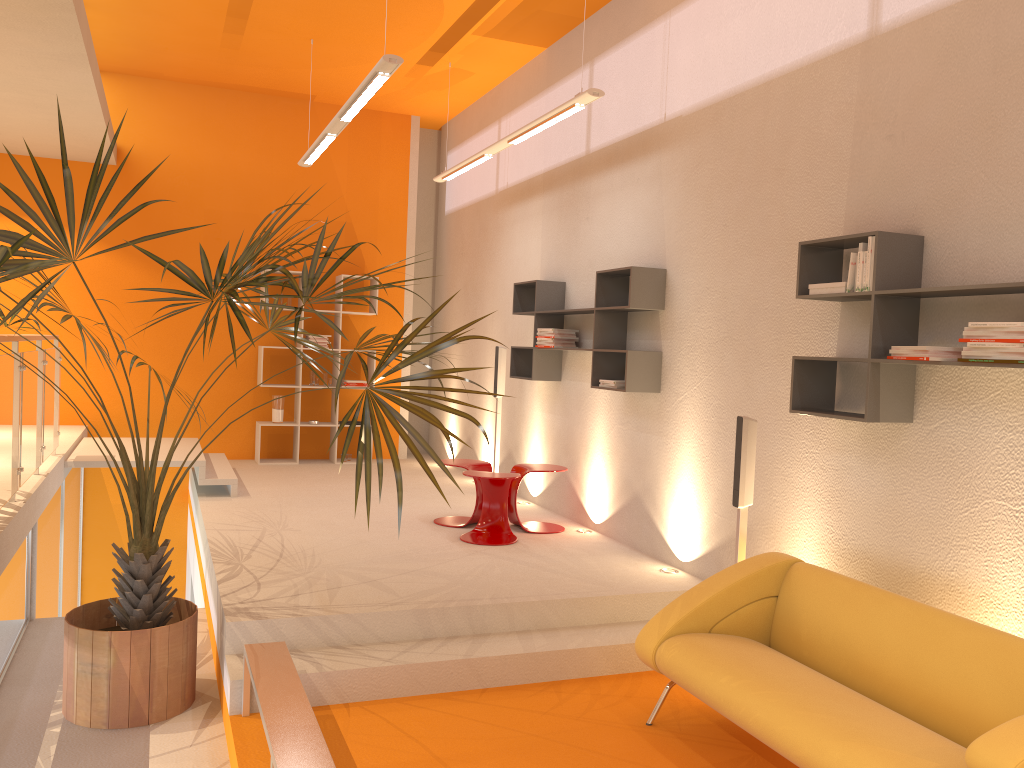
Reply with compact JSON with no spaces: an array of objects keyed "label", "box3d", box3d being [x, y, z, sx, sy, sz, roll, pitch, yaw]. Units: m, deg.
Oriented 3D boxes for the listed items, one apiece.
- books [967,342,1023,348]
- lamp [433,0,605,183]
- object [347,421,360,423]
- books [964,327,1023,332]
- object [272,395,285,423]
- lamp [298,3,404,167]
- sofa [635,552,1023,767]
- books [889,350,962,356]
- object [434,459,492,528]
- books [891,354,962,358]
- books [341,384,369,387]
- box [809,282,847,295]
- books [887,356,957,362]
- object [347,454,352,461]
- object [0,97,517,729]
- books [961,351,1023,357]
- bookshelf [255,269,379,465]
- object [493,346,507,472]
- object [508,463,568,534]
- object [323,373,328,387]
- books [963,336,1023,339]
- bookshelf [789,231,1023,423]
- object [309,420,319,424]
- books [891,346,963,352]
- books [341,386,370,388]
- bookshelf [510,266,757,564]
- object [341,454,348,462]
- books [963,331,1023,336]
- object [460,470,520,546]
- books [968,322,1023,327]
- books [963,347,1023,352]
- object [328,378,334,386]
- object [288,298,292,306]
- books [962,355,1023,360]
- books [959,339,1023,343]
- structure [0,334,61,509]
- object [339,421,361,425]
[{"label":"books","box3d":[1.791,-0.134,3.148,0.230,0.017,0.226,1,3,-32]},{"label":"lamp","box3d":[-0.067,-2.301,6.720,0.120,1.052,3.195,2,2,-22]},{"label":"object","box3d":[-1.729,0.418,9.574,0.178,0.020,0.178,2,2,-5]},{"label":"books","box3d":[1.781,-0.190,3.143,0.190,0.015,0.254,1,2,-25]},{"label":"object","box3d":[-2.451,0.264,9.288,0.129,0.291,0.129,3,2,6]},{"label":"lamp","box3d":[-1.209,-2.333,6.267,0.120,1.052,3.195,2,2,-22]},{"label":"sofa","box3d":[1.341,1.175,3.078,0.929,0.706,2.081,2,2,-22]},{"label":"books","box3d":[1.647,-0.122,3.489,0.190,0.015,0.254,2,2,-11]},{"label":"object","box3d":[-0.359,0.800,6.529,0.420,0.450,0.391,4,3,38]},{"label":"books","box3d":[1.649,-0.109,3.480,0.190,0.011,0.268,2,2,-5]},{"label":"books","box3d":[-1.691,0.016,9.514,0.268,0.011,0.190,2,2,-20]},{"label":"box","box3d":[1.496,-0.419,3.962,0.232,0.047,0.232,2,2,-22]},{"label":"books","box3d":[1.648,-0.097,3.476,0.210,0.013,0.297,2,2,-7]},{"label":"object","box3d":[1.178,2.458,3.811,0.102,2.685,13.193,1,3,-27]},{"label":"object","box3d":[-1.739,0.198,4.377,3.098,2.600,3.241,2,2,-14]},{"label":"books","box3d":[1.776,-0.104,3.154,0.190,0.015,0.254,1,3,-31]},{"label":"bookshelf","box3d":[-1.025,1.202,8.942,3.516,4.600,1.107,4,2,26]},{"label":"object","box3d":[-0.136,0.327,7.778,0.116,1.317,0.111,1,2,-25]},{"label":"object","box3d":[0.184,0.827,6.450,0.420,0.450,0.391,2,2,-22]},{"label":"object","box3d":[-2.233,2.322,5.789,0.870,4.604,7.392,3,2,9]},{"label":"books","box3d":[1.784,-0.161,3.144,0.190,0.011,0.268,1,2,-25]},{"label":"bookshelf","box3d":[1.789,-0.205,3.223,0.252,0.790,2.000,2,2,-22]},{"label":"object","box3d":[-2.094,0.405,9.365,0.105,0.035,0.106,3,2,22]},{"label":"books","box3d":[1.645,-0.137,3.480,0.190,0.015,0.254,2,2,-5]},{"label":"books","box3d":[-1.695,0.027,9.514,0.296,0.013,0.210,2,2,-22]},{"label":"bookshelf","box3d":[0.679,0.320,5.915,0.322,2.145,3.370,2,2,-20]},{"label":"object","box3d":[0.678,2.385,5.023,0.129,2.692,10.507,1,3,-29]},{"label":"books","box3d":[1.779,-0.175,3.152,0.190,0.015,0.254,1,3,-31]},{"label":"object","box3d":[-0.147,0.829,6.022,0.391,0.450,0.420,3,2,8]},{"label":"books","box3d":[1.794,-0.205,3.145,0.230,0.017,0.226,1,3,-32]},{"label":"books","box3d":[1.777,-0.118,3.146,0.190,0.015,0.254,1,2,-25]},{"label":"object","box3d":[0.109,1.903,6.347,0.190,3.502,7.694,1,3,-33]},{"label":"object","box3d":[-2.180,1.907,5.959,0.351,5.384,6.779,2,2,-2]},{"label":"books","box3d":[1.781,-0.090,3.147,0.190,0.011,0.268,1,2,-25]},{"label":"books","box3d":[1.785,-0.149,3.141,0.210,0.013,0.297,1,2,-27]},{"label":"structure","box3d":[-1.462,0.371,1.516,0.195,0.900,11.050,2,2,-22]},{"label":"object","box3d":[-1.725,0.421,9.572,0.294,0.020,0.294,3,2,18]}]
